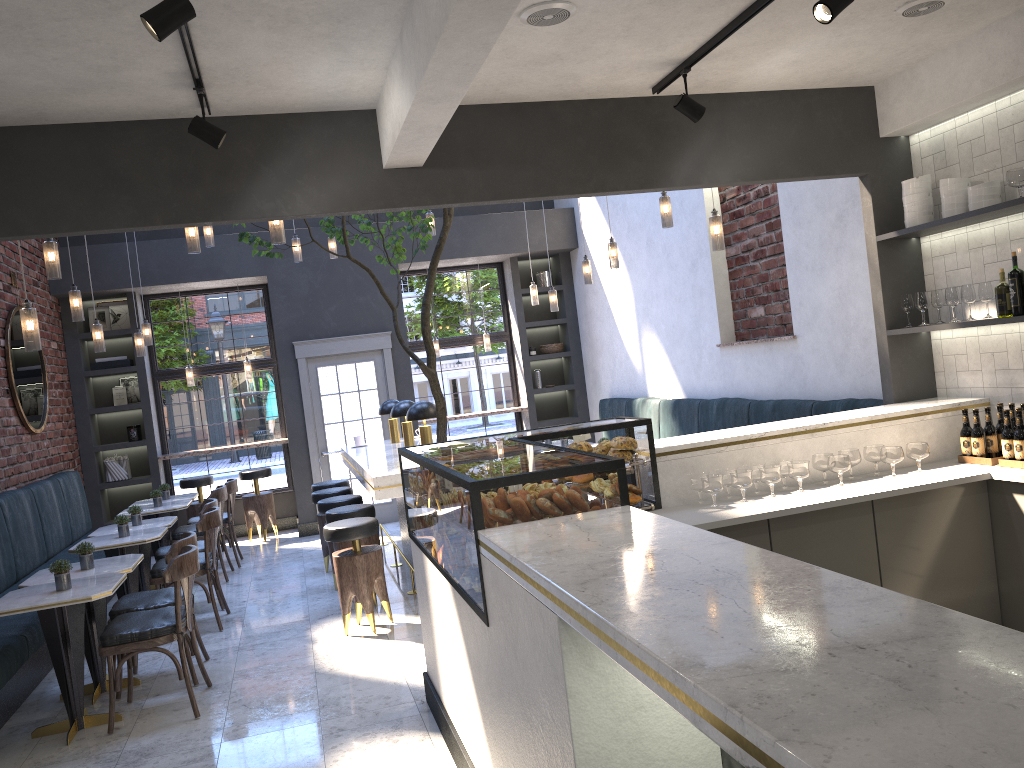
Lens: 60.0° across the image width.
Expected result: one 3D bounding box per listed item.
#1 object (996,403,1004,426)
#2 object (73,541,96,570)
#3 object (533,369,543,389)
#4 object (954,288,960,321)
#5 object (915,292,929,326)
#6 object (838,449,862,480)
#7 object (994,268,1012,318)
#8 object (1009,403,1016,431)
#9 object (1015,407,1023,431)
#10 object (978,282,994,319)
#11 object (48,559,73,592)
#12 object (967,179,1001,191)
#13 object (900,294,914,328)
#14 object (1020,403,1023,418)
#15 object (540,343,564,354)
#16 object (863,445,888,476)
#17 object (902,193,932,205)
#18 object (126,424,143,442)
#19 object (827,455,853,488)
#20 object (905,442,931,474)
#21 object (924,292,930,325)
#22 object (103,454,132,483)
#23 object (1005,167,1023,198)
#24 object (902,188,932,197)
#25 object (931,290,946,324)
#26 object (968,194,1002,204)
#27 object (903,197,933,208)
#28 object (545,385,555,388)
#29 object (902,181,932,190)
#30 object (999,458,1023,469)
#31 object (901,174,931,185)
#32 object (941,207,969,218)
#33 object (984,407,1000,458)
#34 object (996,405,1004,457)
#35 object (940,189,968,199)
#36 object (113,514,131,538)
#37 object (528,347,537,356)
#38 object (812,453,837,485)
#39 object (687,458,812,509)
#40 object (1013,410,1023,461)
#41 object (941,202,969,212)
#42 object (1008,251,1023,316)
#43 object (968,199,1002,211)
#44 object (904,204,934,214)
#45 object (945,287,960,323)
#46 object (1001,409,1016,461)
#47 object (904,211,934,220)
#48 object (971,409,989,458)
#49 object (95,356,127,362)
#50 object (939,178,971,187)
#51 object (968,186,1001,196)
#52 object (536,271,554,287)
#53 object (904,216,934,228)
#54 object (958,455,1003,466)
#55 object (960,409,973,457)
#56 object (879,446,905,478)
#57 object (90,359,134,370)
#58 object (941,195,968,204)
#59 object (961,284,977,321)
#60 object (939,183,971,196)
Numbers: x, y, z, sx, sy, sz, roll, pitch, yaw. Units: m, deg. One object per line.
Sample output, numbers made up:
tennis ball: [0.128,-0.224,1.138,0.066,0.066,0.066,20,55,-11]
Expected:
object: [2.594,0.241,4.684,0.070,0.280,0.069,-6,2,18]
object: [-2.536,1.019,5.275,0.118,0.165,0.123,-8,2,-37]
object: [0.334,-0.062,11.339,0.098,0.248,0.098,-6,2,25]
object: [2.439,-0.437,4.896,0.070,0.188,0.070,-8,2,-23]
object: [2.304,-0.423,4.983,0.070,0.188,0.070,-8,2,-23]
object: [1.724,0.410,4.521,0.114,0.147,0.114,-7,1,-10]
object: [2.606,-0.490,3.990,0.082,0.294,1.100,-7,1,-14]
object: [2.614,0.240,4.612,0.069,0.280,0.069,-8,2,-37]
object: [2.519,0.256,4.381,0.070,0.280,0.069,-7,2,-12]
object: [2.498,-0.440,4.667,0.070,0.188,0.070,-7,2,0]
object: [-2.393,1.012,4.712,0.118,0.165,0.123,-8,2,-37]
object: [2.437,-1.010,4.581,0.153,0.075,0.154,-6,2,43]
object: [2.275,-0.421,5.098,0.070,0.188,0.070,-8,2,-23]
object: [2.633,0.239,4.540,0.069,0.280,0.070,-7,2,8]
object: [0.516,-0.455,11.458,0.305,0.124,0.304,-7,1,7]
object: [1.869,0.391,4.558,0.114,0.147,0.114,-7,1,-10]
object: [2.270,-1.027,4.964,0.153,0.060,0.153,-8,1,-32]
object: [-4.331,0.565,10.175,0.152,0.181,0.152,-6,2,24]
object: [1.611,0.427,4.357,0.114,0.147,0.114,-7,1,-10]
object: [2.047,0.371,4.468,0.114,0.147,0.114,-7,1,-10]
object: [2.381,-0.435,5.125,0.070,0.188,0.070,-8,2,-23]
object: [-4.516,0.945,10.142,0.250,0.323,0.241,-7,1,-14]
object: [2.430,-0.954,4.244,0.114,0.147,0.114,-7,1,-10]
object: [2.267,-1.062,4.960,0.154,0.076,0.153,-7,1,7]
object: [2.410,-0.436,5.010,0.070,0.188,0.070,-8,2,-23]
object: [2.446,-0.949,4.584,0.153,0.074,0.154,-7,1,-11]
object: [2.275,-0.998,4.966,0.153,0.075,0.154,-6,2,43]
object: [0.485,0.032,11.349,0.130,0.026,0.130,-8,1,-31]
object: [2.266,-1.092,4.958,0.153,0.067,0.153,-6,1,32]
object: [2.587,0.371,4.320,0.307,0.038,0.231,-7,1,-14]
object: [2.259,-1.124,4.955,0.153,0.070,0.153,-6,1,32]
object: [2.400,-0.911,4.775,0.153,0.055,0.153,-6,1,38]
object: [2.469,0.258,4.577,0.069,0.280,0.069,-6,2,38]
object: [2.541,0.249,4.594,0.070,0.280,0.069,-7,2,-7]
object: [2.389,-1.008,4.769,0.153,0.075,0.154,-6,2,43]
object: [-2.843,1.034,6.477,0.118,0.165,0.123,-8,2,-37]
object: [0.256,-0.419,11.367,0.116,0.119,0.117,-8,2,-38]
object: [1.579,0.429,4.484,0.114,0.147,0.114,-7,1,-10]
object: [1.162,0.482,4.340,0.575,0.148,0.256,-7,1,-14]
object: [2.466,0.264,4.290,0.069,0.280,0.069,-8,2,-37]
object: [2.398,-0.946,4.772,0.153,0.074,0.154,-7,1,-11]
object: [2.510,-0.498,4.405,0.072,0.319,0.072,-8,2,-30]
object: [2.448,-0.913,4.587,0.153,0.055,0.153,-6,1,38]
object: [2.281,-0.966,4.968,0.153,0.062,0.153,-7,1,15]
object: [2.363,-0.425,4.755,0.070,0.188,0.070,-8,2,-23]
object: [2.447,0.265,4.362,0.069,0.280,0.069,-6,2,38]
object: [2.284,-0.936,4.970,0.153,0.074,0.154,-7,1,-11]
object: [2.397,0.267,4.557,0.069,0.280,0.069,-8,2,-37]
object: [-4.578,-0.277,10.135,0.327,0.039,0.227,-7,1,-24]
object: [2.382,-1.072,4.763,0.154,0.076,0.153,-7,1,7]
object: [2.443,-0.978,4.583,0.153,0.062,0.153,-7,1,15]
object: [0.424,-1.346,11.452,0.214,0.215,0.213,-7,1,-5]
object: [2.285,-0.900,4.973,0.153,0.055,0.153,-6,1,38]
object: [2.519,0.374,4.587,0.307,0.038,0.231,-7,1,-14]
object: [2.379,0.268,4.630,0.069,0.280,0.069,-6,2,38]
object: [1.902,0.390,4.431,0.114,0.147,0.114,-7,1,-10]
object: [-4.563,-0.217,10.126,0.412,0.084,0.286,-7,1,-14]
object: [2.395,-0.976,4.771,0.153,0.062,0.153,-7,1,15]
object: [2.392,-0.427,4.640,0.070,0.188,0.070,-7,2,0]
object: [2.385,-1.037,4.767,0.153,0.060,0.153,-8,1,-32]
